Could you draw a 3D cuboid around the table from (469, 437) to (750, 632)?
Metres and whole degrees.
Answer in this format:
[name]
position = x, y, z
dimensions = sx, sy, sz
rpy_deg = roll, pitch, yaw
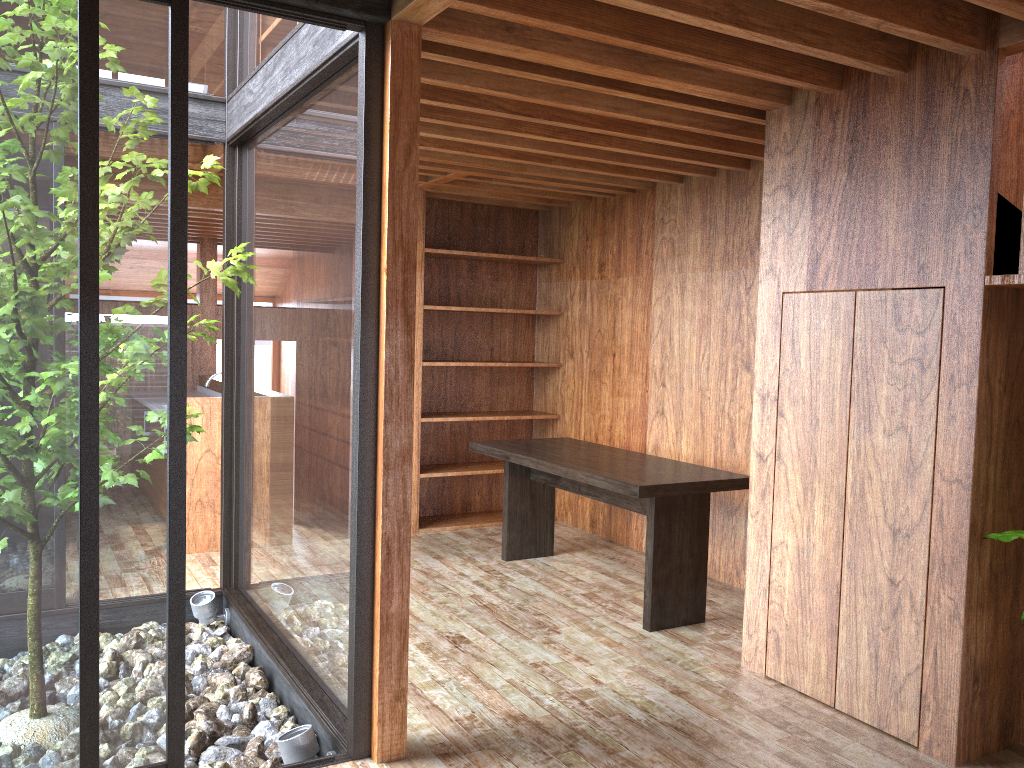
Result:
[table]
position = 0.445, 0.751, 4.809
dimensions = 0.705, 0.716, 1.659
rpy_deg = 0, 4, -29

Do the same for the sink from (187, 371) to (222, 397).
[sink]
position = -2.340, 0.079, 6.426
dimensions = 0.562, 0.423, 2.440
rpy_deg = 0, 4, -29

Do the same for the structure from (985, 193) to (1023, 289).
[structure]
position = 2.432, 0.176, 1.966
dimensions = 0.835, 2.299, 2.429
rpy_deg = 0, 4, -29

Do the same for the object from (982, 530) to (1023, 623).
[object]
position = 1.778, 0.759, 2.568
dimensions = 0.679, 1.031, 0.627
rpy_deg = -1, 4, -40

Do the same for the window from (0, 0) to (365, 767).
[window]
position = -0.306, -0.997, 3.465
dimensions = 4.133, 5.133, 13.862
rpy_deg = 0, 4, -30
